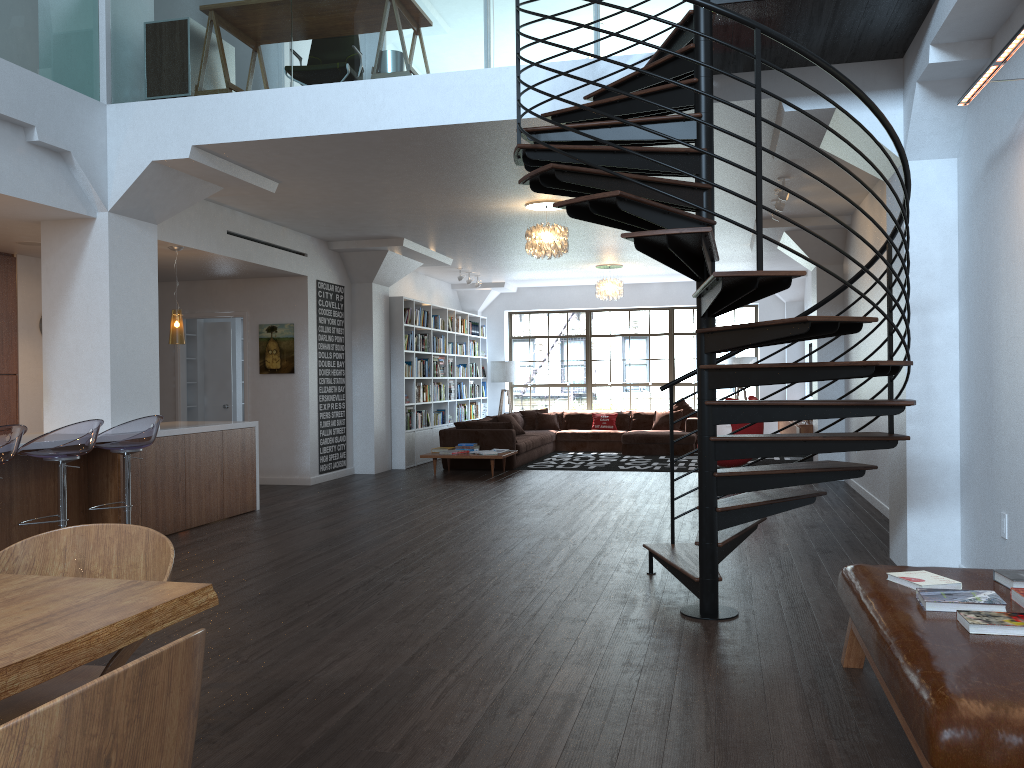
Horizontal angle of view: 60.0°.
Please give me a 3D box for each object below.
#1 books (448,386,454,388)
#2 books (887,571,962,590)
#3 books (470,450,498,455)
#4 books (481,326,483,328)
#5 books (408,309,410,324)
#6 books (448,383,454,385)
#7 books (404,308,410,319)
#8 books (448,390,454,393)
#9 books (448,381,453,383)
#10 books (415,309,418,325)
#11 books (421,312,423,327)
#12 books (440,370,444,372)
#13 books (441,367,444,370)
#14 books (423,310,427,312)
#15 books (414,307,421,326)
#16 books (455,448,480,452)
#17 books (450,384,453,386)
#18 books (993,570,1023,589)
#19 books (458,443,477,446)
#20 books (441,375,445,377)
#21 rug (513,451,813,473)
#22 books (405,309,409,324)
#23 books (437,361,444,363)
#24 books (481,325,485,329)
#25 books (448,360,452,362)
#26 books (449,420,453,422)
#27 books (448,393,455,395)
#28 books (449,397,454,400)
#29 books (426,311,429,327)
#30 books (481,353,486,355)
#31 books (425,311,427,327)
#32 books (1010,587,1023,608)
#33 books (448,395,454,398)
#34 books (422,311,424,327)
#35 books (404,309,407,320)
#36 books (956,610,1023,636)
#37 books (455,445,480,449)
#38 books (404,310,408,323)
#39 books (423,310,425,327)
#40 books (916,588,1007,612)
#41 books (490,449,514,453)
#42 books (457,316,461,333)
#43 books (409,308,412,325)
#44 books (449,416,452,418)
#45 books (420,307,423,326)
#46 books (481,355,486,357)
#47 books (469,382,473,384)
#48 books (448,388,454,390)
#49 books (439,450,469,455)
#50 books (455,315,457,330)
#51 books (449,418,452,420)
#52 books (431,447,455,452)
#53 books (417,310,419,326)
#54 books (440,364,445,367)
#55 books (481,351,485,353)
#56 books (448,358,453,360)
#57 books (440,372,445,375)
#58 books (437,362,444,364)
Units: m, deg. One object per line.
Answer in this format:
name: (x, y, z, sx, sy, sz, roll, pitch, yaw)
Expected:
books: (-1.088, 0.050, 14.676, 0.223, 0.032, 0.161, -1, 0, 13)
books: (1.542, 0.738, 3.326, 0.161, 0.031, 0.223, -1, 0, -9)
books: (-0.373, 0.891, 11.561, 0.231, 0.040, 0.342, -1, 0, -37)
books: (-0.609, -0.976, 16.602, 0.127, 0.200, 0.020, -1, 0, 13)
books: (-1.545, -0.957, 12.681, 0.161, 0.222, 0.084, -1, 0, 13)
books: (-1.076, -0.003, 14.665, 0.208, 0.024, 0.144, -1, 0, 18)
books: (-1.546, -0.970, 12.713, 0.159, 0.248, 0.089, -1, 0, 13)
books: (-1.089, 0.125, 14.678, 0.231, 0.044, 0.168, -1, 0, 8)
books: (-1.081, -0.036, 14.659, 0.185, 0.041, 0.129, -1, 0, 28)
books: (-1.478, -0.971, 12.991, 0.170, 0.251, 0.118, -1, 0, 13)
books: (-1.418, -0.958, 13.226, 0.161, 0.222, 0.083, -1, 0, 13)
books: (-1.216, -0.206, 14.224, 0.180, 0.042, 0.259, -1, 0, 13)
books: (-1.200, -0.250, 14.234, 0.168, 0.045, 0.231, -1, 0, 8)
books: (-1.391, -0.982, 13.432, 0.180, 0.265, 0.103, -1, 0, 13)
books: (-1.448, -0.992, 13.129, 0.176, 0.293, 0.125, -1, 0, 13)
books: (-0.600, 0.892, 12.038, 0.312, 0.037, 0.216, -1, 0, 3)
books: (-1.069, 0.022, 14.656, 0.161, 0.026, 0.223, -1, 0, 3)
books: (1.946, 0.728, 3.271, 0.254, 0.044, 0.183, -1, 0, 8)
books: (-0.601, 0.825, 12.040, 0.224, 0.027, 0.157, -1, 0, 18)
books: (-1.187, -0.127, 14.224, 0.171, 0.039, 0.246, -1, 0, 13)
rug: (2.350, 1.139, 13.135, 4.200, 0.007, 3.100, -1, 0, 15)
books: (-1.555, -0.954, 12.648, 0.161, 0.218, 0.101, -1, 0, 13)
books: (-1.208, -0.358, 14.262, 0.223, 0.027, 0.161, -1, 0, 3)
books: (-0.583, -0.992, 16.714, 0.140, 0.231, 0.042, -1, 0, 13)
books: (-1.108, -0.375, 14.564, 0.223, 0.031, 0.161, -1, 0, 13)
books: (-1.135, 0.614, 14.648, 0.284, 0.035, 0.197, -1, 0, 13)
books: (-1.099, 0.168, 14.695, 0.259, 0.040, 0.180, -1, 0, 13)
books: (-1.098, 0.244, 14.667, 0.246, 0.038, 0.171, -1, 0, 13)
books: (-1.359, -0.977, 13.473, 0.182, 0.255, 0.077, -1, 0, 13)
books: (-0.659, -0.556, 16.545, 0.284, 0.033, 0.197, -1, 0, 28)
books: (-1.381, -0.971, 13.373, 0.174, 0.243, 0.085, -1, 0, 13)
books: (1.854, 0.729, 2.965, 0.283, 0.043, 0.197, -1, 0, 13)
books: (-1.100, 0.206, 14.670, 0.251, 0.037, 0.160, -1, 0, 18)
books: (-1.407, -0.972, 13.257, 0.159, 0.248, 0.089, -1, 0, 13)
books: (-1.591, -0.951, 12.497, 0.182, 0.215, 0.188, -1, 0, 13)
books: (1.511, 0.737, 2.732, 0.224, 0.032, 0.161, -1, 0, 13)
books: (-0.604, 0.856, 12.043, 0.279, 0.035, 0.191, -1, 0, 23)
books: (-1.578, -0.948, 12.587, 0.167, 0.210, 0.162, -1, 0, 13)
books: (-1.397, -0.974, 13.288, 0.182, 0.253, 0.098, -1, 0, 13)
books: (1.516, 0.734, 3.003, 0.247, 0.040, 0.185, -1, 0, 16)
books: (-0.143, 0.888, 11.860, 0.256, 0.035, 0.350, 0, 0, 39)
books: (-0.970, -1.009, 15.160, 0.176, 0.290, 0.053, -1, 0, 13)
books: (-1.535, -0.972, 12.755, 0.170, 0.251, 0.118, -1, 0, 13)
books: (-1.140, 0.547, 14.652, 0.254, 0.032, 0.174, -1, 0, 18)
books: (-1.438, -0.992, 13.191, 0.197, 0.290, 0.136, -1, 0, 13)
books: (-0.659, -0.522, 16.545, 0.284, 0.035, 0.197, 0, 0, 43)
books: (-0.822, -0.013, 15.752, 0.223, 0.031, 0.161, -1, 0, 13)
books: (-1.095, 0.085, 14.671, 0.253, 0.040, 0.183, -1, 0, 13)
books: (-0.762, 0.897, 11.663, 0.236, 0.035, 0.340, 0, 0, 38)
books: (-1.000, -1.012, 14.942, 0.140, 0.298, 0.044, -1, 0, 13)
books: (-1.136, 0.579, 14.648, 0.284, 0.033, 0.197, -1, 0, -2)
books: (-0.923, 0.892, 12.054, 0.241, 0.045, 0.334, -1, 0, 15)
books: (-1.463, -0.968, 13.042, 0.174, 0.242, 0.105, -1, 0, 13)
books: (-1.193, -0.293, 14.228, 0.183, 0.042, 0.253, -1, 0, 13)
books: (-0.658, -0.589, 16.540, 0.174, 0.032, 0.254, -1, 0, -42)
books: (-1.107, -0.405, 14.572, 0.224, 0.030, 0.161, -1, 0, 23)
books: (-1.191, -0.166, 14.222, 0.160, 0.039, 0.251, -1, 0, 18)
books: (-1.199, -0.329, 14.235, 0.161, 0.033, 0.223, -1, 0, 13)
